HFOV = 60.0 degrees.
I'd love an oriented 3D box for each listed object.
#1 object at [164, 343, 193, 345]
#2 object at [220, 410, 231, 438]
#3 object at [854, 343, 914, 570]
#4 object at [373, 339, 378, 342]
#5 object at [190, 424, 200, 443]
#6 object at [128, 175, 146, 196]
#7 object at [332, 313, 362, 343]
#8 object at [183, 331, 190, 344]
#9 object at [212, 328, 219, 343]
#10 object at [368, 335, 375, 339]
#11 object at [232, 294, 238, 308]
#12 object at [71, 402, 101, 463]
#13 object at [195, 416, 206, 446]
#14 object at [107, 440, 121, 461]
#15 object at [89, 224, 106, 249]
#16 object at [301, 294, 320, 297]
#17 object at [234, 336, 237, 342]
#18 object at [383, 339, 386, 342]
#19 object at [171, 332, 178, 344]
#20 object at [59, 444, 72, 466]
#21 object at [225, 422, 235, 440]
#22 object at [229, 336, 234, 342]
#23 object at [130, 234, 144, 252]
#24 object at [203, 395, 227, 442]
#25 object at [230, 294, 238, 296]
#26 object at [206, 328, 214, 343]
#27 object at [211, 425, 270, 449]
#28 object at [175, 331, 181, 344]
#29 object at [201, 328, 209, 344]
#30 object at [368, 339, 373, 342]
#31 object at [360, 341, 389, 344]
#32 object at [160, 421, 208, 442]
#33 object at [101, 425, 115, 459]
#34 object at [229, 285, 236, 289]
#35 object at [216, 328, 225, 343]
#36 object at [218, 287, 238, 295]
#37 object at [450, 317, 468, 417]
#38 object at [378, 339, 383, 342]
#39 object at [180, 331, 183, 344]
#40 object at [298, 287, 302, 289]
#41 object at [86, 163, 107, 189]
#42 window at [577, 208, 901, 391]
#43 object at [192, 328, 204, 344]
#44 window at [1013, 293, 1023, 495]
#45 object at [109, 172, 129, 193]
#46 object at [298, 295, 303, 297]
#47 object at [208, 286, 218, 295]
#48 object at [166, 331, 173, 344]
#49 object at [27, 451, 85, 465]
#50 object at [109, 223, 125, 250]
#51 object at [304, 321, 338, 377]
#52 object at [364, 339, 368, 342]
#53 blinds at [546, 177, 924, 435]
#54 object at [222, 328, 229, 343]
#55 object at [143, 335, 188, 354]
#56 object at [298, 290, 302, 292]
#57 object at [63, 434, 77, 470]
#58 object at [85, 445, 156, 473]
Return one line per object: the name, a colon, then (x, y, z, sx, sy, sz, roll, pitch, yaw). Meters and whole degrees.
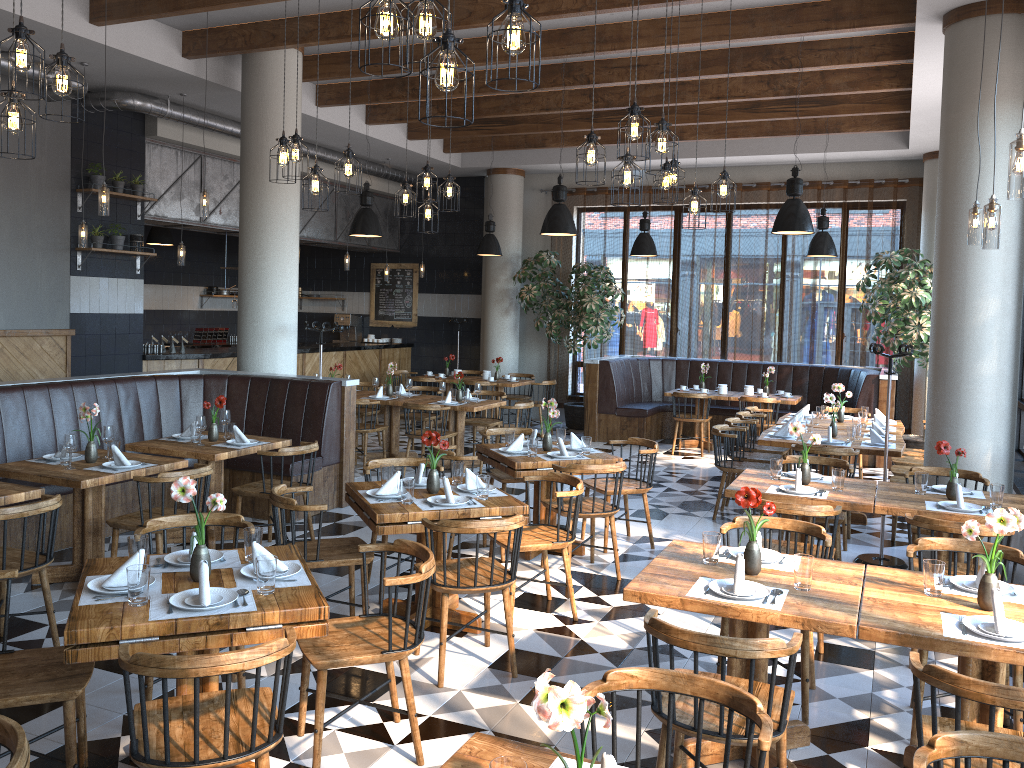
object: (-5.395, -0.648, 14.295, 0.273, 0.018, 0.437, 4, 5, 23)
object: (-2.244, 0.312, 6.945, 0.081, 0.215, 0.081, 1, 3, -7)
object: (2.788, 0.529, 6.604, 0.374, 1.655, 0.375, 2, 3, 6)
object: (-2.368, -0.746, 15.406, 0.080, 0.066, 0.098, 4, 5, 35)
object: (-2.382, 0.374, 6.661, 0.080, 0.132, 0.080, 3, 3, 23)
object: (-4.297, -2.276, 10.147, 0.173, 0.268, 0.189, 4, 4, 41)
object: (-3.001, -0.994, 15.942, 0.356, 0.568, 0.550, 3, 4, 23)
object: (-5.289, -0.747, 14.377, 0.105, 0.208, 0.105, 0, 3, -21)
object: (-5.091, -0.829, 15.116, 0.189, 0.257, 0.070, 3, 3, 26)
object: (-2.514, -0.816, 15.823, 0.129, 0.128, 0.130, 0, 4, -21)
object: (-3.885, -1.170, 12.412, 0.081, 0.215, 0.081, 2, 3, 15)
object: (-2.731, 0.312, 5.706, 0.207, 0.399, 0.146, 3, 3, 26)
object: (-2.301, 0.345, 6.543, 0.081, 0.215, 0.081, 3, 3, 32)
object: (-2.614, 0.439, 5.818, 0.080, 0.132, 0.080, 3, 4, 28)
object: (-4.535, -1.612, 9.673, 0.173, 0.268, 0.189, 4, 4, 41)
object: (-3.712, -1.637, 16.419, 0.352, 0.060, 0.232, 5, 6, 36)
object: (-4.891, -0.808, 15.648, 0.094, 0.136, 0.047, 3, 3, 25)
object: (-2.235, -0.747, 15.467, 0.080, 0.066, 0.098, 4, 5, 35)
object: (-5.392, -0.730, 14.152, 0.105, 0.208, 0.105, 0, 3, -21)
object: (-2.834, 0.449, 5.628, 0.080, 0.132, 0.080, 3, 3, 23)
object: (-2.173, 0.366, 6.826, 0.080, 0.132, 0.080, 2, 3, 9)
object: (-4.928, -0.802, 15.563, 0.094, 0.136, 0.047, 3, 3, 19)
object: (-4.316, -1.615, 10.192, 0.143, 0.200, 0.142, 2, 3, 14)
object: (-2.239, 0.262, 6.713, 0.171, 0.354, 0.156, 3, 3, 26)
object: (-4.853, -1.594, 15.736, 0.244, 0.059, 0.350, 3, 5, 19)
object: (-5.140, -0.821, 15.004, 0.189, 0.257, 0.070, 3, 3, 21)
object: (-2.029, 0.383, 6.649, 0.272, 0.137, 0.352, 4, 5, 24)
object: (-5.389, -0.741, 14.281, 0.105, 0.208, 0.105, 0, 3, -21)
object: (-5.189, -0.813, 14.892, 0.189, 0.257, 0.070, 3, 3, 26)
object: (-2.458, -0.752, 15.445, 0.080, 0.066, 0.098, 4, 5, 35)
object: (-2.398, -0.727, 15.469, 0.437, 0.018, 0.273, 4, 5, 23)
object: (-2.506, 0.350, 6.867, 0.272, 0.137, 0.352, 4, 5, 24)
object: (-2.696, 0.387, 5.912, 0.081, 0.215, 0.081, 1, 3, -13)
object: (-4.939, -1.635, 15.363, 0.294, 0.172, 0.065, 0, 3, -16)
object: (-5.041, -0.837, 15.228, 0.189, 0.257, 0.070, 3, 3, 16)
object: (-4.930, -1.615, 15.383, 0.347, 0.153, 0.200, 1, 4, -13)
object: (-0.912, -0.289, 14.897, 0.375, 1.655, 0.375, -1, 4, -44)
object: (-2.279, -0.740, 15.367, 0.080, 0.066, 0.098, 4, 5, 35)
object: (-5.398, -0.753, 14.417, 0.105, 0.208, 0.105, 0, 3, -21)
object: (-3.956, -1.776, 16.508, 0.100, 0.047, 0.100, 3, 5, 19)
object: (-4.515, -2.255, 9.649, 0.172, 0.300, 0.235, 2, 3, 13)
window: (3.294, -0.633, 7.213, 4.492, 3.158, 15.169, 2, 5, 0)
object: (-5.238, -0.804, 14.780, 0.189, 0.257, 0.070, 3, 3, 26)
window: (5.215, -0.730, 8.996, 0.365, 3.159, 4.974, 3, 4, 23)
object: (-4.406, -2.257, 9.898, 0.173, 0.268, 0.189, 4, 4, 41)
object: (-3.957, -1.641, 16.521, 0.100, 0.036, 0.100, 3, 5, 20)
object: (-5.106, -1.595, 15.141, 0.190, 0.148, 0.193, 5, 5, 37)
object: (-5.486, -0.738, 14.206, 0.105, 0.208, 0.105, 0, 3, -21)
object: (-2.956, 0.425, 5.839, 0.272, 0.137, 0.352, 4, 5, 24)
object: (-4.423, -1.647, 9.927, 0.172, 0.300, 0.235, 2, 3, 13)
object: (-1.896, 0.210, 8.747, 0.374, 1.655, 0.375, 2, 3, 1)
object: (-2.548, -0.758, 15.484, 0.080, 0.066, 0.098, 4, 5, 35)
blinds: (3.123, -1.236, 13.454, 5.547, 3.575, 0.155, 4, 3, 24)
object: (-4.993, -0.845, 15.340, 0.189, 0.257, 0.070, 3, 3, 26)
object: (-4.362, -0.487, 10.924, 0.422, 0.203, 0.599, 4, 5, 23)
object: (-3.959, -1.739, 16.509, 0.100, 0.036, 0.100, 5, 6, 35)
object: (-2.751, 0.420, 5.514, 0.081, 0.215, 0.081, 1, 3, -13)
object: (-2.479, 0.458, 5.621, 0.272, 0.137, 0.352, 4, 5, 24)
